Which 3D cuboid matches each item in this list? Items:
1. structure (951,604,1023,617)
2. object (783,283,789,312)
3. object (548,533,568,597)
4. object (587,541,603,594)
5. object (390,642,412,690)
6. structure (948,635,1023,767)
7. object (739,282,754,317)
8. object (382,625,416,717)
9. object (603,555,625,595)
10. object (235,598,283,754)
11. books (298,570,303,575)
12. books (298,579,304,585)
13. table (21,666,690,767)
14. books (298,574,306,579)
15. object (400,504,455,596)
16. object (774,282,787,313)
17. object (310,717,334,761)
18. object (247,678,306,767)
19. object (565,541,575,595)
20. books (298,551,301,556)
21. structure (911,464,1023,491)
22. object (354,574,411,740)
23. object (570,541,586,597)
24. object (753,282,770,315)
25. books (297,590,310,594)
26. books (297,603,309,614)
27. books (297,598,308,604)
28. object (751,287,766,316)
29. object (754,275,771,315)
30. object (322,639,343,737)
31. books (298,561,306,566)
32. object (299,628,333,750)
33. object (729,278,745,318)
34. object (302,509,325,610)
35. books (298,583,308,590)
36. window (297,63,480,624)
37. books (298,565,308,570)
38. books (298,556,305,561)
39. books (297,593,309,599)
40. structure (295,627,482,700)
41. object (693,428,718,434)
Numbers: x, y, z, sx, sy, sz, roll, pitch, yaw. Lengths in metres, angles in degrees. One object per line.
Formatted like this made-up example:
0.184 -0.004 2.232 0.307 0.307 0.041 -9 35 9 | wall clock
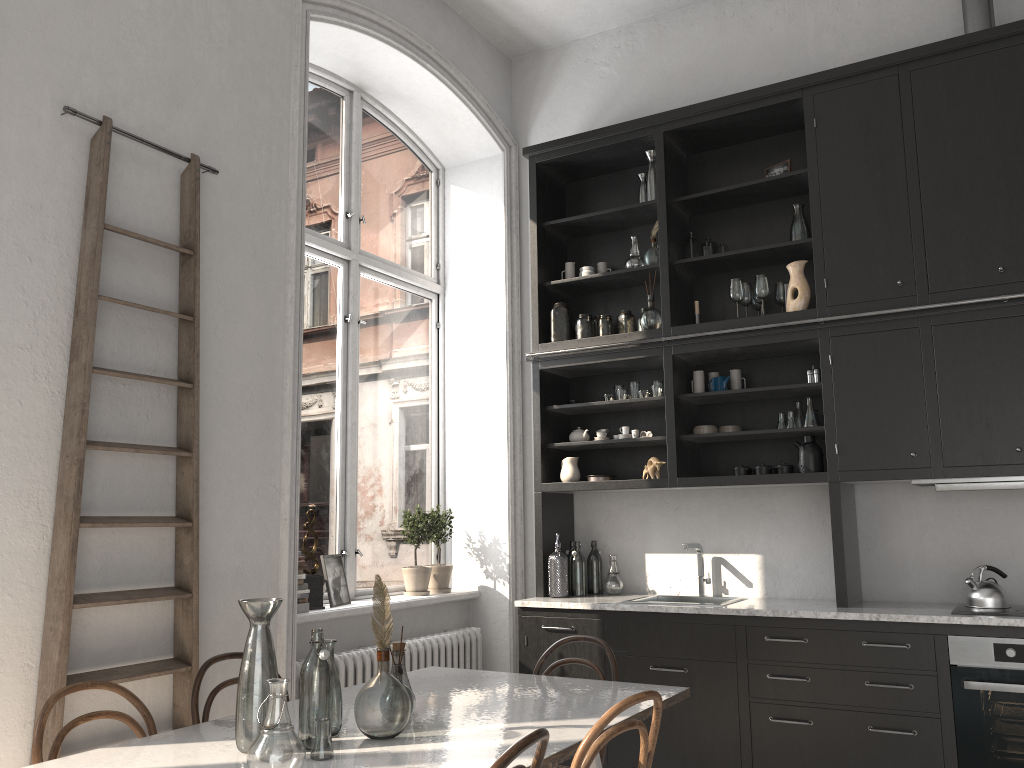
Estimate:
2.232 0.978 3.809 0.592 0.011 0.428 -6 -10 30 | structure
1.435 -0.425 4.595 0.046 0.186 0.046 -1 -9 3 | object
0.256 1.002 4.921 0.109 0.349 0.109 -2 -9 11 | object
0.476 1.056 5.109 0.086 0.301 0.086 1 -9 -14 | object
-0.353 0.913 2.759 0.101 0.211 0.101 2 -9 -20 | object
2.235 1.367 3.744 0.622 0.622 0.619 -6 -10 30 | structure
1.242 -0.423 4.703 0.083 0.221 0.083 -4 -9 22 | object
-0.340 0.858 2.641 0.107 0.283 0.107 -5 -9 25 | object
0.575 1.080 5.022 0.120 0.219 0.132 -6 -10 30 | object
-0.667 0.764 2.335 0.116 0.382 0.116 -8 -11 41 | object
-1.110 0.891 4.188 0.155 0.022 0.205 -5 -10 25 | books
-1.109 0.936 4.181 0.155 0.022 0.205 -9 -12 44 | books
-0.405 1.354 2.375 1.100 0.779 2.202 -6 -10 30 | table
-1.113 0.914 4.190 0.158 0.024 0.222 -6 -10 30 | books
-0.504 0.974 5.239 0.234 0.523 0.500 -4 -9 19 | object
1.433 -0.426 4.702 0.083 0.221 0.083 -6 -10 29 | object
-0.476 0.890 2.227 0.058 0.094 0.058 4 -10 -31 | object
-0.545 0.801 2.058 0.132 0.219 0.132 -4 -9 19 | object
0.352 1.057 5.108 0.086 0.301 0.086 -9 -12 44 | object
-1.122 0.807 4.201 0.159 0.024 0.201 -4 -10 20 | books
2.285 0.419 4.009 0.844 0.123 0.379 -6 -10 30 | structure
-0.358 0.749 2.470 0.157 0.445 0.157 7 -11 -41 | object
0.372 1.038 4.986 0.086 0.301 0.086 -3 -9 16 | object
1.313 -0.431 4.661 0.083 0.221 0.083 -6 -10 29 | object
-1.113 0.981 4.173 0.193 0.014 0.255 -7 -11 33 | books
-1.106 1.052 4.144 0.192 0.043 0.248 -6 -10 30 | books
-1.104 1.020 4.150 0.175 0.023 0.250 -5 -10 26 | books
1.332 -0.410 4.795 0.083 0.221 0.083 4 -10 -28 | object
1.289 -0.447 4.559 0.083 0.221 0.083 1 -9 -13 | object
-0.525 0.850 2.486 0.100 0.254 0.098 -2 -9 7 | object
-1.118 0.848 4.183 0.231 0.023 0.163 8 -12 -43 | books
-0.520 0.806 2.357 0.086 0.301 0.086 -3 -9 16 | object
1.175 -0.435 4.623 0.083 0.221 0.083 4 -10 -28 | object
-0.999 0.865 4.394 0.122 0.487 0.102 5 -10 -35 | object
-1.115 0.960 4.176 0.193 0.028 0.246 -5 -10 25 | books
-0.387 -3.478 12.557 26.408 15.915 14.398 -6 -10 30 | window
-1.113 0.870 4.187 0.174 0.019 0.244 -6 -10 30 | books
-1.111 0.828 4.198 0.155 0.020 0.205 -6 -10 30 | books
-1.105 0.997 4.154 0.175 0.023 0.249 -6 -10 30 | books
-0.634 1.612 4.571 0.194 0.551 1.579 -6 -10 30 | structure
-0.874 0.845 2.509 0.792 1.840 5.832 -7 -11 35 | object
